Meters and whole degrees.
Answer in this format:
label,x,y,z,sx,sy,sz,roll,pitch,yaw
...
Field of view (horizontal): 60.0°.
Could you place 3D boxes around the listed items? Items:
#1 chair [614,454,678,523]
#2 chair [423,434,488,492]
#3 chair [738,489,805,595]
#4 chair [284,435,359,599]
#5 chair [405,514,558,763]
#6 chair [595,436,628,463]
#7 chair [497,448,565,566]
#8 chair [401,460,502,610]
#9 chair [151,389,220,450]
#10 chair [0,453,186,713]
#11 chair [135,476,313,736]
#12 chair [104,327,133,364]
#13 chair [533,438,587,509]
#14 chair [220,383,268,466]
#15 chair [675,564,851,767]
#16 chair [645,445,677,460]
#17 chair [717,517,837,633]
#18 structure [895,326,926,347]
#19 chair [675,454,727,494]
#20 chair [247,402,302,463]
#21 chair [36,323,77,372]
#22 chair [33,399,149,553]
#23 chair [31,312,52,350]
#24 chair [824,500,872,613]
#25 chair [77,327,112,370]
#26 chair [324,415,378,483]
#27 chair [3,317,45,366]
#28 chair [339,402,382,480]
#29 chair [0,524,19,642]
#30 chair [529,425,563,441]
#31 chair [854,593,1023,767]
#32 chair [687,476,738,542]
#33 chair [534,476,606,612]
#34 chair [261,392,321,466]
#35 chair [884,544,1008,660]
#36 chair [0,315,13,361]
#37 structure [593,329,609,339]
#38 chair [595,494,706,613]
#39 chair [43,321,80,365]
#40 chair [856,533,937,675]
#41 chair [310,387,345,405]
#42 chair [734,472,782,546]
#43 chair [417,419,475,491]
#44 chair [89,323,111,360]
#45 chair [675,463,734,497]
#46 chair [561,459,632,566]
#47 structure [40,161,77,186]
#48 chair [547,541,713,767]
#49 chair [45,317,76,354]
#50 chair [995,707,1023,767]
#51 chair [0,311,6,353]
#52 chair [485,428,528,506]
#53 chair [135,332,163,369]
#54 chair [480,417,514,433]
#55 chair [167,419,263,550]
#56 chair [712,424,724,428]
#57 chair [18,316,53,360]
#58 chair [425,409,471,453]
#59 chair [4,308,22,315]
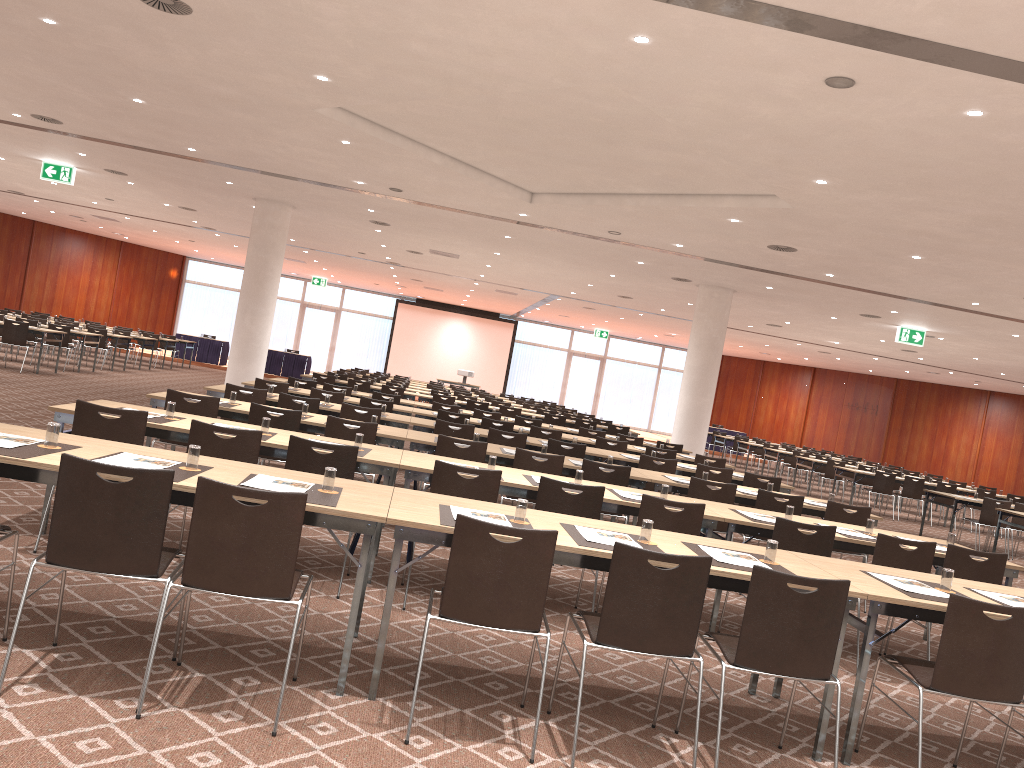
label,x,y,z,sx,sy,sz,roll,pitch,yaw
chair,1.544,1.269,10.064,0.536,0.939,0.613,10,1,-6
chair,-0.512,0.927,7.839,0.536,0.939,0.613,10,1,-4
chair,2.315,1.427,8.100,0.536,0.939,0.613,10,1,-5
chair,-1.272,0.813,5.751,0.536,0.940,0.613,10,1,-5
chair,-0.108,1.040,3.905,0.536,0.939,0.613,10,1,-3
chair,1.256,1.197,12.085,0.536,0.939,0.613,10,1,-4
chair,0.153,1.045,7.874,0.536,0.939,0.613,10,1,-5
chair,-0.377,0.972,5.809,0.536,0.939,0.613,10,1,-8
chair,-2.752,0.531,7.570,0.536,0.939,0.613,10,1,-6
chair,-1.669,0.764,3.700,0.536,0.939,0.613,10,1,-8
chair,-1.134,0.859,3.721,0.536,0.939,0.613,10,1,-6
chair,-10.716,-1.060,24.274,0.536,0.939,0.613,10,1,-8
chair,0.512,1.087,9.921,0.536,0.939,0.613,10,1,-7
chair,-2.920,0.480,9.597,0.536,0.939,0.613,10,1,-9
chair,1.145,1.262,3.959,0.536,0.939,0.613,10,1,-5
chair,1.909,1.313,12.076,0.536,0.939,0.613,10,1,-8
chair,1.846,1.365,6.041,0.536,0.940,0.613,10,1,-9
structure,8.436,-1.010,18.774,0.587,0.346,0.105,10,1,-6
chair,2.602,1.435,12.183,0.536,0.939,0.613,10,1,-5
chair,-2.084,0.649,7.675,0.536,0.939,0.613,10,1,-4
chair,-9.389,-0.762,18.384,0.536,0.939,0.613,10,1,-9
chair,-2.545,0.588,5.618,0.536,0.939,0.613,10,1,-4
chair,-12.884,-1.445,24.188,0.536,0.939,0.613,10,1,-3
chair,2.955,1.539,8.202,0.536,0.939,0.613,10,1,-9
chair,-9.602,-0.822,20.512,0.536,0.939,0.613,10,1,-8
chair,-1.468,0.757,7.782,0.536,0.939,0.613,10,1,-8
chair,-10.099,-0.889,18.451,0.536,0.939,0.613,10,1,-7
chair,-1.726,0.691,9.764,0.536,0.939,0.613,10,1,-8
chair,-2.387,0.638,3.590,0.536,0.939,0.613,10,1,-6
chair,0.368,1.040,11.950,0.536,0.939,0.613,10,1,-5
chair,2.071,1.425,4.133,0.536,0.939,0.613,10,1,-4
chair,1.718,1.320,8.115,0.536,0.939,0.613,10,1,-5
chair,0.304,1.091,5.958,0.536,0.939,0.613,10,1,-5
chair,-2.358,0.580,9.621,0.536,0.939,0.613,10,1,-7
chair,3.103,1.586,6.250,0.536,0.939,0.613,10,1,-4
chair,-10.642,-0.984,18.253,0.536,0.939,0.613,10,1,-4
structure,3.652,-2.044,36.297,0.587,0.346,0.105,10,1,-6
chair,0.963,1.208,5.984,0.536,0.939,0.613,10,1,-7
chair,-10.261,-0.937,20.303,0.536,0.939,0.613,10,1,-9
chair,2.564,1.491,6.151,0.536,0.939,0.613,10,1,-8
chair,-2.482,0.536,11.652,0.536,0.939,0.613,10,1,-7
chair,2.749,1.482,10.189,0.536,0.939,0.613,10,1,-4
chair,-0.717,0.869,9.827,0.536,0.939,0.613,10,1,-8
chair,-11.345,-1.172,24.290,0.536,0.939,0.613,10,1,-5
chair,2.193,1.383,10.174,0.536,0.939,0.613,10,1,-8
chair,0.750,1.150,7.971,0.536,0.939,0.613,10,1,-3
structure,-8.690,-4.037,16.985,0.587,0.346,0.105,10,1,-6
chair,0.544,1.155,3.931,0.536,0.940,0.613,10,1,-7
chair,-12.223,-1.326,24.116,0.536,0.939,0.613,10,1,-4
chair,2.759,1.547,4.127,0.536,0.939,0.613,10,1,-3
chair,-11.849,-1.218,20.137,0.536,0.940,0.613,10,1,-8
chair,-0.142,0.971,9.930,0.536,0.939,0.613,10,1,-8
chair,-9.986,-0.932,24.491,0.536,0.939,0.613,10,1,-8
chair,-0.275,0.927,11.848,0.536,0.939,0.613,10,1,-5
chair,-1.858,0.710,5.654,0.536,0.939,0.613,10,1,-6
chair,7.572,1.974,32.716,0.536,0.940,0.613,10,1,-6
chair,-10.883,-1.048,20.319,0.536,0.939,0.613,10,1,-6
chair,-0.862,0.822,11.864,0.536,0.939,0.613,10,1,-8
chair,-13.545,-1.561,24.060,0.536,0.939,0.613,10,1,-9
